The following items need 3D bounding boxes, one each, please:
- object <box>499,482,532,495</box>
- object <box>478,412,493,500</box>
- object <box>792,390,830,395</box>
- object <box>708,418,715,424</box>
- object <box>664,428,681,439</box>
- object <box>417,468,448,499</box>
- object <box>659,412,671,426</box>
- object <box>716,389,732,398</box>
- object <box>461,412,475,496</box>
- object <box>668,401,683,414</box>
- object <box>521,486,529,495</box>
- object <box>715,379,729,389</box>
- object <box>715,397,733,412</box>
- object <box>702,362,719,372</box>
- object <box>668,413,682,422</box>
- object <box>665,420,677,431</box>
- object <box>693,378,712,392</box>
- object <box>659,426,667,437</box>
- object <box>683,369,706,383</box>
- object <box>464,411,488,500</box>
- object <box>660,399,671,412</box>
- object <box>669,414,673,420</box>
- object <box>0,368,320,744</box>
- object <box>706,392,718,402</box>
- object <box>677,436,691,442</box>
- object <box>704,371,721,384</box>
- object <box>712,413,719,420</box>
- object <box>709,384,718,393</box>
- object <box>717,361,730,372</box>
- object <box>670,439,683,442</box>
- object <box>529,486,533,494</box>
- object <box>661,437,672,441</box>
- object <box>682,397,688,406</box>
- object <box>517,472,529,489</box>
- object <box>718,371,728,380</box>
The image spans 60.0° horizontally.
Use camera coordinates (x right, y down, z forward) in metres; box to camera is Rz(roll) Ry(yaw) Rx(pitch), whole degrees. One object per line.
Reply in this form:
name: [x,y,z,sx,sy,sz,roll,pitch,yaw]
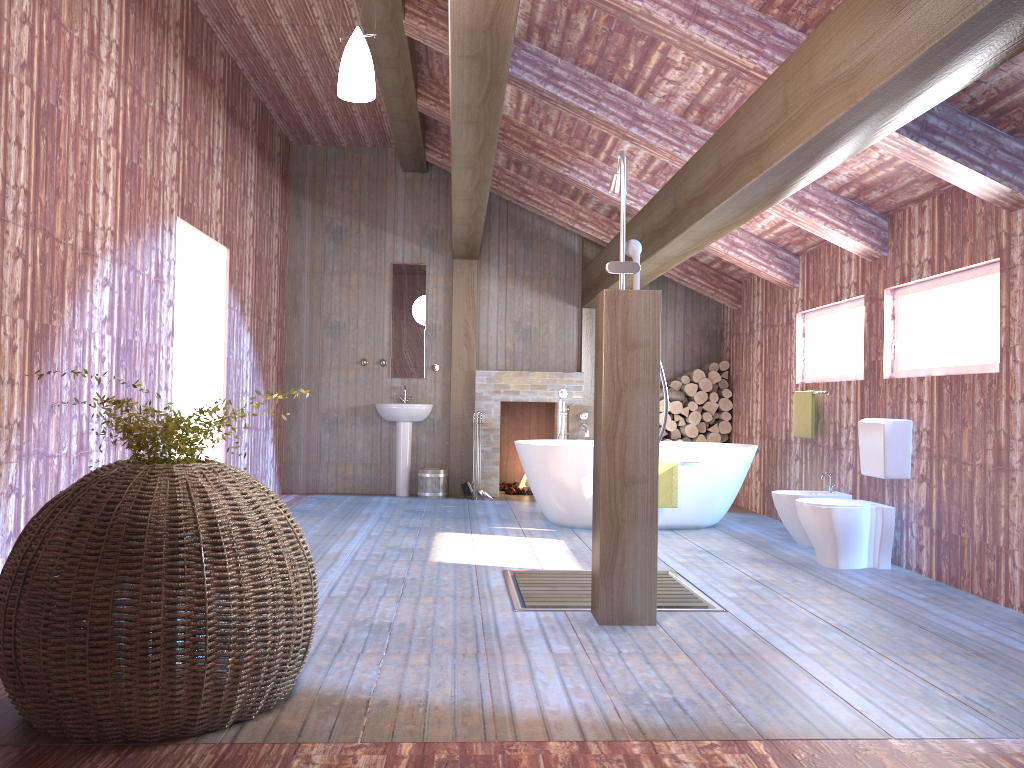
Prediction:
object: [0.213,1.163,9.892,0.829,0.085,0.935,1,-1,-21]
object: [-0.295,0.719,8.917,0.206,0.871,0.126,0,-2,39]
object: [2.298,0.069,6.864,0.091,0.043,0.581,1,-1,-3]
object: [2.041,0.382,9.187,0.067,0.069,0.177,1,-1,-3]
object: [1.678,0.520,9.271,0.104,0.127,0.321,1,-1,-3]
object: [-0.810,1.008,9.019,0.309,0.290,0.308,1,-1,7]
object: [1.517,0.358,9.163,0.141,0.143,0.437,1,-1,-5]
object: [2.172,0.097,9.213,0.102,0.109,0.438,1,-1,-3]
object: [-0.442,0.704,8.920,0.136,0.846,0.062,2,-1,-22]
object: [1.646,0.237,9.180,0.138,0.147,0.440,1,-1,-3]
object: [0.216,1.142,9.582,0.085,0.084,0.278,0,-2,43]
object: [2.169,0.002,9.252,0.107,0.115,0.269,1,-1,-2]
object: [2.157,0.210,9.214,0.147,0.152,0.439,1,-1,-3]
object: [2.070,-0.158,9.248,0.104,0.121,0.270,1,-1,-2]
object: [1.687,0.348,9.175,0.088,0.092,0.280,1,-1,-3]
object: [1.614,0.424,9.166,0.115,0.123,0.291,1,-1,-3]
object: [1.942,0.013,9.202,0.141,0.143,0.437,1,-1,-5]
object: [1.529,0.502,9.260,0.128,0.150,0.323,1,-1,-3]
object: [1.891,-0.079,9.218,0.135,0.139,0.456,1,-1,-2]
object: [-0.374,0.717,8.976,0.276,0.888,0.333,0,-2,38]
object: [1.532,0.221,9.173,0.135,0.145,0.439,1,-1,-3]
object: [1.613,0.338,9.156,0.057,0.061,0.156,1,-1,-4]
object: [-1.114,0.489,2.865,0.972,1.073,0.970,2,-1,-23]
object: [2.039,0.138,9.203,0.089,0.106,0.437,1,-1,-2]
object: [1.782,0.608,9.276,0.116,0.118,0.289,1,-1,-6]
object: [2.049,-0.061,9.230,0.133,0.142,0.456,1,-1,-2]
object: [2.099,0.329,9.249,0.088,0.092,0.280,1,-1,-3]
object: [2.057,0.057,9.308,0.132,0.119,0.319,1,-1,-2]
object: [2.176,-0.180,9.256,0.112,0.113,0.271,1,-1,-3]
object: [1.677,0.613,9.169,0.098,0.100,0.437,1,-1,-5]
object: [0.226,0.978,9.577,0.098,0.434,0.283,1,-1,-5]
object: [1.573,0.615,9.167,0.114,0.120,0.303,1,-1,-3]
object: [1.743,0.163,9.282,0.121,0.124,0.291,1,-1,-3]
object: [0.160,1.037,9.737,0.221,0.306,0.121,0,-1,24]
object: [2.178,-0.094,9.270,0.081,0.100,0.281,1,-1,-4]
